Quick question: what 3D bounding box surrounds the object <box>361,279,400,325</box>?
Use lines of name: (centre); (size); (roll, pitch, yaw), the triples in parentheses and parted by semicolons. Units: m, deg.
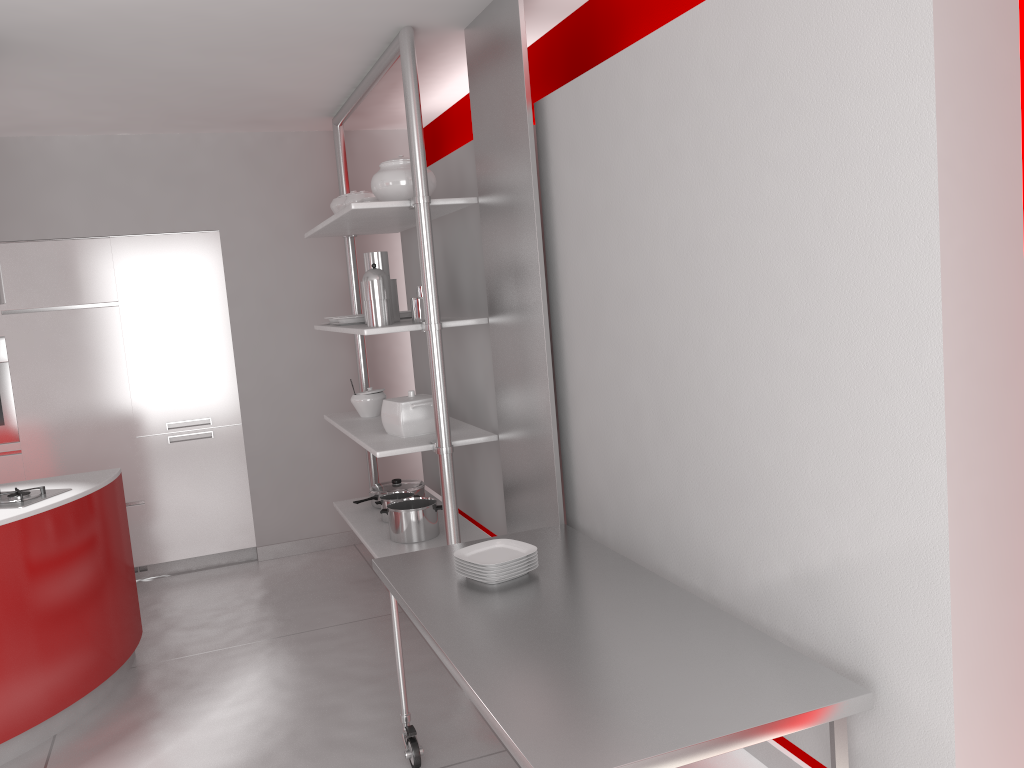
object: (-0.632, -0.395, 4.264); (0.172, 0.205, 0.184); (-6, 6, -15)

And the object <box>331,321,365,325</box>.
object: (-0.785, -0.312, 4.514); (0.280, 0.015, 0.280); (-4, 6, 9)

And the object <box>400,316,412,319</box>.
object: (-0.624, -0.351, 4.753); (0.280, 0.015, 0.280); (-3, 7, 17)

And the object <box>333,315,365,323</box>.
object: (-0.787, -0.325, 4.512); (0.244, 0.042, 0.244); (-9, 8, -35)

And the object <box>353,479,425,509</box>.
object: (-0.687, 0.602, 4.942); (0.407, 0.130, 0.308); (-6, 6, -12)

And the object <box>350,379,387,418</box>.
object: (-0.776, 0.069, 4.792); (0.192, 0.214, 0.192); (-9, 7, -33)

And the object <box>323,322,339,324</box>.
object: (-0.905, -0.341, 4.875); (0.280, 0.015, 0.280); (-3, 7, 17)

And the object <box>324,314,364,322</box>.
object: (-0.906, -0.355, 4.873); (0.244, 0.042, 0.244); (-9, 8, -35)

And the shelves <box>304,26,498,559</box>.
shelves: (-0.599, -0.176, 4.411); (0.535, 2.599, 1.735); (-7, 7, -20)

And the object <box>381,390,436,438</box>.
object: (-0.457, 0.129, 4.100); (0.235, 0.197, 0.282); (-8, 7, -30)

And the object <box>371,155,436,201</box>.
object: (-0.477, -0.890, 3.899); (0.287, 0.222, 0.287); (-2, 7, 24)

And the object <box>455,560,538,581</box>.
object: (-0.047, 0.565, 2.735); (0.228, 0.020, 0.228); (-10, 8, -38)

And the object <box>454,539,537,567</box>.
object: (-0.050, 0.524, 2.730); (0.228, 0.020, 0.228); (-10, 8, -38)

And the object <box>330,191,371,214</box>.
object: (-0.856, -0.937, 4.763); (0.231, 0.191, 0.231); (-2, 7, 20)

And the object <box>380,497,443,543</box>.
object: (-0.469, 0.647, 4.225); (0.259, 0.161, 0.240); (-9, 8, -37)

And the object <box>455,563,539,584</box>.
object: (-0.046, 0.575, 2.736); (0.228, 0.020, 0.228); (-10, 8, -38)

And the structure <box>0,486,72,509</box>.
structure: (-2.047, 0.447, 3.531); (0.457, 0.037, 0.303); (-4, 6, 10)

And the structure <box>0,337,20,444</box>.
structure: (-3.072, 0.066, 4.851); (0.599, 0.589, 0.050); (-7, 7, -20)

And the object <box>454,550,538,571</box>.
object: (-0.050, 0.534, 2.731); (0.228, 0.020, 0.228); (-10, 8, -38)

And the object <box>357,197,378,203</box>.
object: (-0.621, -0.862, 4.208); (0.200, 0.030, 0.200); (-7, 7, -20)

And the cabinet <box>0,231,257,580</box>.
cabinet: (-2.885, 0.210, 5.270); (2.398, 2.026, 0.614); (-7, 7, -20)

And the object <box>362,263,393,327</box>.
object: (-0.590, -0.390, 3.877); (0.115, 0.274, 0.115); (-8, 7, -27)

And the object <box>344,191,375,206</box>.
object: (-0.747, -0.897, 4.478); (0.192, 0.153, 0.192); (-5, 6, -6)

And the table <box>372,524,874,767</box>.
table: (0.166, 0.948, 2.402); (0.749, 0.682, 1.627); (-7, 7, -19)

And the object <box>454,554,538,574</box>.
object: (-0.049, 0.544, 2.733); (0.228, 0.020, 0.228); (-10, 8, -38)

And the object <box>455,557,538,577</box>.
object: (-0.048, 0.555, 2.734); (0.228, 0.020, 0.228); (-10, 8, -38)

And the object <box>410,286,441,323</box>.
object: (-0.378, -0.347, 3.861); (0.127, 0.157, 0.127); (-6, 6, -9)

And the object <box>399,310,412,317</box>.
object: (-0.625, -0.365, 4.751); (0.244, 0.042, 0.244); (-8, 7, -28)

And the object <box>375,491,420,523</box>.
object: (-0.589, 0.637, 4.590); (0.182, 0.122, 0.196); (-1, 7, 28)

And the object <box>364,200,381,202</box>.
object: (-0.620, -0.846, 4.209); (0.200, 0.030, 0.200); (-7, 7, -20)

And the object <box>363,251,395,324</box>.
object: (-0.608, -0.436, 4.054); (0.110, 0.329, 0.109); (-7, 7, -22)

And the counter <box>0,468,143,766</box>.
counter: (-3.171, 1.005, 3.520); (2.865, 0.880, 1.868); (-3, 6, 14)

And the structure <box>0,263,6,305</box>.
structure: (-2.233, -0.733, 3.151); (0.644, 0.958, 0.644); (0, 8, 36)
